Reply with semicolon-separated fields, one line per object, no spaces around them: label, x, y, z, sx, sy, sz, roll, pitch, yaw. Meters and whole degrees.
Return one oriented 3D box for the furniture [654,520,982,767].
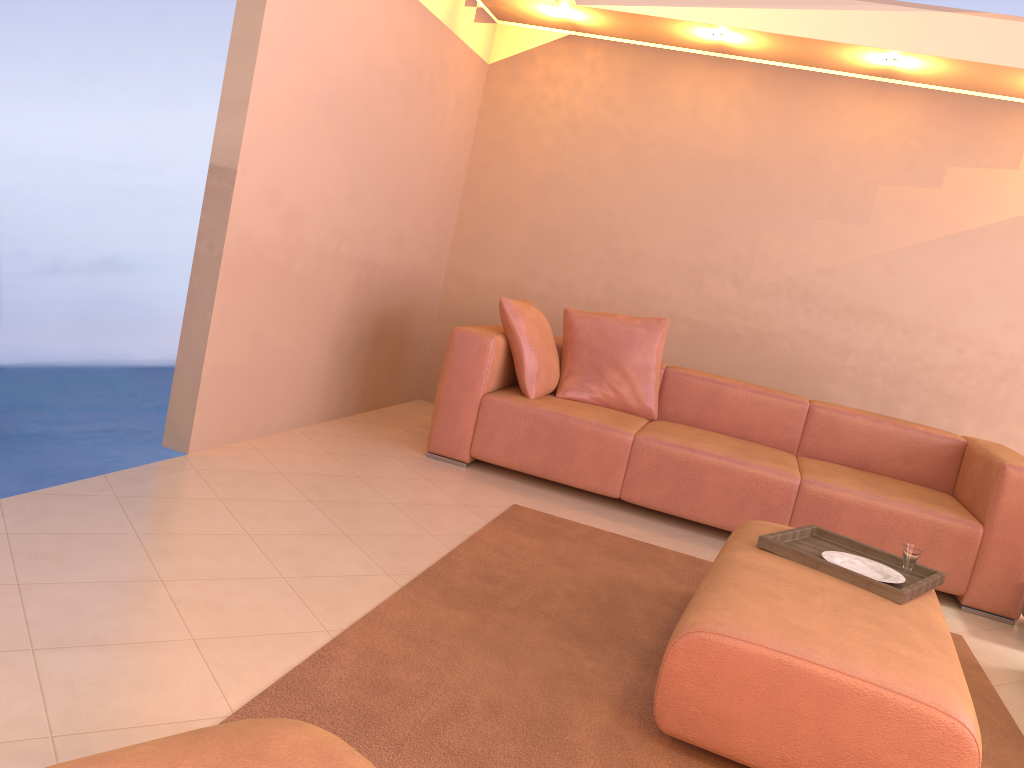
furniture;0.869;0.699;2.509;0.685;0.301;1.291;15;8;19

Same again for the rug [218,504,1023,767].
rug;0.511;0.842;2.381;1.833;0.005;2.626;15;8;14

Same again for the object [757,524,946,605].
object;1.039;0.538;2.708;0.436;0.034;0.421;19;10;39

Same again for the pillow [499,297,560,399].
pillow;0.103;-0.180;4.624;0.335;0.486;0.554;14;8;11

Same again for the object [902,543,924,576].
object;1.222;0.543;2.727;0.061;0.091;0.061;12;8;-1

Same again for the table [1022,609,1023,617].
table;2.609;1.013;3.519;0.918;0.268;0.412;15;8;14

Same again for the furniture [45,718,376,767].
furniture;-0.408;0.715;1.234;0.699;0.226;0.659;5;11;-45

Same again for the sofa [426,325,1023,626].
sofa;1.038;0.328;4.442;2.781;0.672;0.943;15;8;14

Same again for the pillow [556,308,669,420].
pillow;0.524;-0.140;4.703;0.582;0.528;0.302;12;8;-2

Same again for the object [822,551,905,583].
object;1.043;0.552;2.643;0.240;0.018;0.240;9;8;-21
